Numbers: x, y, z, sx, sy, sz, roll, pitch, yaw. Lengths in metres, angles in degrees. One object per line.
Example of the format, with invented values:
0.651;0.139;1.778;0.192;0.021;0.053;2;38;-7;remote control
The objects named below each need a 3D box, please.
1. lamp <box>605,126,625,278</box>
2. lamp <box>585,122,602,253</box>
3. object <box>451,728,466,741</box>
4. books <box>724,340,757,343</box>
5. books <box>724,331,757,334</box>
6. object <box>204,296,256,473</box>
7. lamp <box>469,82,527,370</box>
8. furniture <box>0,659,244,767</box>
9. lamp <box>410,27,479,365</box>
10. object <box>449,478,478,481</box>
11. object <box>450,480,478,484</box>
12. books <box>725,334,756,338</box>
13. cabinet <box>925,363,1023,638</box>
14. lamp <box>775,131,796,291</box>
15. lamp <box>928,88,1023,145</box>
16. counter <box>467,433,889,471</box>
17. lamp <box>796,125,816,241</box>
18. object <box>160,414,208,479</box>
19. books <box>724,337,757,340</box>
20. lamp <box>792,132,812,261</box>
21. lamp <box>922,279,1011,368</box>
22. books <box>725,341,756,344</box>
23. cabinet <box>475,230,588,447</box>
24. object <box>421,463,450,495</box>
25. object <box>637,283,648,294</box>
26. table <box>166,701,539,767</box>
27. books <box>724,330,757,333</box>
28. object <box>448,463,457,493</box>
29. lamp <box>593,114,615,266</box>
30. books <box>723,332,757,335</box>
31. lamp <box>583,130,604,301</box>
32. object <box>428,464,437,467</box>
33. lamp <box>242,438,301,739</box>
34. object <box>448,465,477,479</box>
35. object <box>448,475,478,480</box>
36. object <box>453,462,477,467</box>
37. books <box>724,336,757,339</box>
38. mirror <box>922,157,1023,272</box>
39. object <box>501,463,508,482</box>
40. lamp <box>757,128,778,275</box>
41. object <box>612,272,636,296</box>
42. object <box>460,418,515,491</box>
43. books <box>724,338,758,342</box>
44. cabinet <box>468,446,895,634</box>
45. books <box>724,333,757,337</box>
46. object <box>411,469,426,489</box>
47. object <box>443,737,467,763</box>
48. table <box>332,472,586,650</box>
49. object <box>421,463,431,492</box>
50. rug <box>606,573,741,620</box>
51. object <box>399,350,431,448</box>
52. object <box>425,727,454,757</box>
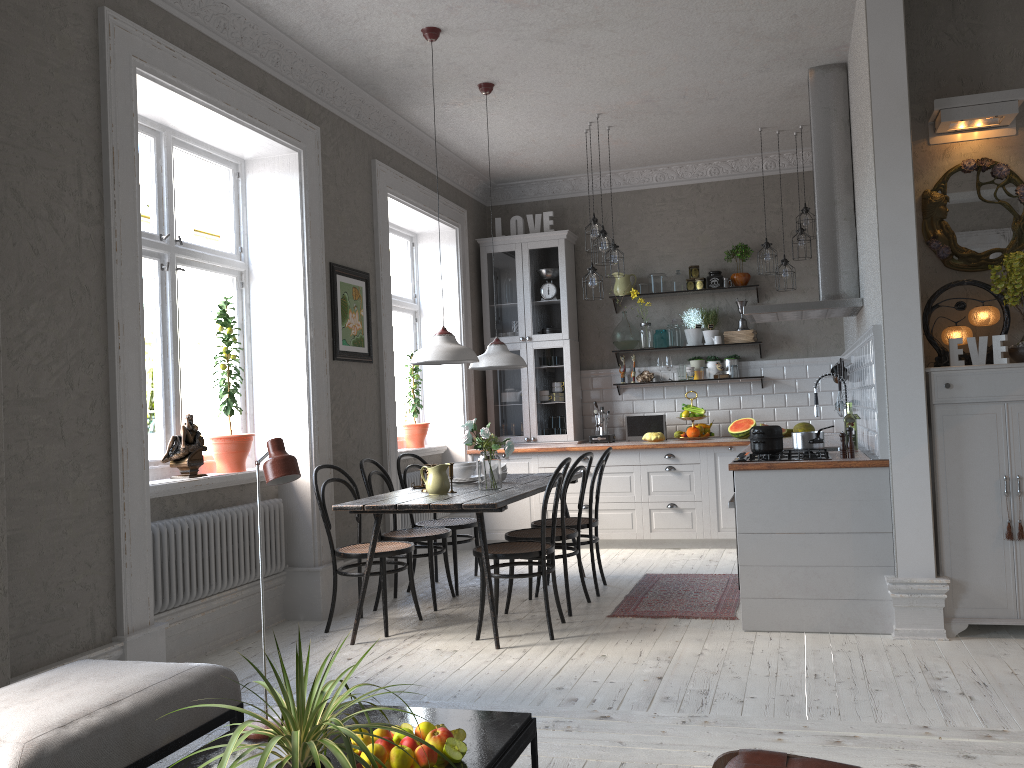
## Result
0.744;-1.680;6.742;0.146;1.735;0.147;-3;-2;4;lamp
0.585;-1.858;6.627;0.146;1.735;0.147;-3;-2;4;lamp
-0.156;0.945;2.378;0.046;0.037;0.068;-4;-2;43;object
2.000;-0.371;7.747;0.257;0.011;0.160;-3;-2;22;books
1.997;-0.446;7.749;0.257;0.016;0.160;-3;-2;25;books
-1.580;-0.005;4.933;0.275;0.991;0.264;-1;-2;-34;object
-0.130;-1.026;5.755;0.373;1.858;0.385;-3;-2;24;lamp
-1.227;1.064;2.401;0.576;0.476;0.837;-3;-2;17;furniture
-0.409;-1.039;4.894;0.387;1.858;0.371;-1;-2;-36;lamp
-0.308;0.608;5.597;0.240;0.027;0.235;-2;-2;-15;object
-0.308;0.617;5.596;0.233;0.027;0.242;-4;-2;35;object
1.998;-0.414;7.748;0.258;0.011;0.160;-3;-2;19;books
2.389;0.555;4.329;0.659;1.297;0.388;-3;-2;16;cabinet
2.132;-1.608;7.033;0.148;1.735;0.145;-2;-2;-11;lamp
2.364;-1.360;4.518;0.411;0.171;0.222;-3;-2;16;lamp
0.867;0.490;6.371;3.125;0.039;3.429;-3;-2;17;counter
2.264;-1.998;6.934;0.148;1.735;0.145;-2;-2;-11;lamp
-1.685;0.319;4.547;0.118;0.329;0.240;-3;-2;19;object
1.999;-0.392;7.748;0.257;0.016;0.160;-3;-2;25;books
2.283;-1.865;7.105;0.149;1.735;0.144;-2;-2;-31;lamp
2.292;-0.248;4.471;0.442;0.558;0.174;-3;-2;24;lamp
2.001;-0.359;7.747;0.258;0.011;0.160;-3;-2;19;books
0.185;-0.380;8.112;0.869;1.921;0.392;-3;-2;16;cabinet
-0.421;0.530;4.938;0.152;0.170;0.134;-2;-2;-22;object
1.179;-0.848;7.985;0.102;0.111;0.104;-3;-2;17;object
-0.530;1.121;2.069;0.839;0.303;1.325;-3;-2;17;table
1.996;-0.457;7.750;0.257;0.011;0.160;-3;-2;22;books
-0.343;0.531;5.003;0.058;0.167;0.060;-3;-2;30;object
0.633;-1.735;6.445;0.149;1.735;0.144;-2;-2;-26;lamp
1.997;-0.435;7.749;0.256;0.016;0.160;-4;-2;29;books
0.586;-1.513;6.788;0.148;1.735;0.145;-2;-2;-16;lamp
-0.449;0.535;5.071;0.061;0.172;0.063;-4;-2;38;object
-0.686;0.572;2.503;0.141;0.839;0.246;-1;-2;-38;lamp
-0.311;0.564;5.598;0.178;0.094;0.180;-3;-2;8;object
-0.309;0.599;5.597;0.232;0.027;0.242;-4;-2;40;object
-0.312;0.543;5.598;0.178;0.094;0.180;-3;-2;8;object
1.999;-0.403;7.748;0.257;0.011;0.160;-3;-2;22;books
2.407;-0.879;4.584;0.526;0.593;0.072;-3;-2;16;mirror
-0.091;0.560;5.580;0.122;0.119;0.130;-4;-2;33;object
1.963;-1.726;6.942;0.150;1.735;0.143;-1;-2;-41;lamp
1.007;-0.894;7.974;0.187;0.216;0.176;-4;-2;31;object
-0.135;0.399;5.074;0.308;0.414;0.254;-3;-2;15;object
1.999;-0.381;7.747;0.256;0.016;0.160;-4;-2;29;books
1.361;0.880;6.379;2.023;0.854;4.122;-2;-2;-27;cabinet
1.998;-0.425;7.749;0.257;0.011;0.160;-3;-2;22;books
-0.548;0.580;5.426;0.139;0.112;0.139;-3;-2;-1;object
-0.148;0.933;2.255;0.058;0.053;0.060;-3;-2;23;object
-0.192;0.984;5.373;0.894;0.735;1.942;-3;-2;17;table
-0.484;0.539;5.157;0.096;0.172;0.096;-2;-2;-2;object
1.068;1.287;5.449;0.728;0.014;1.304;-3;-2;17;rug
-0.813;0.120;7.325;0.254;0.813;0.265;-4;-2;44;object
-0.188;0.931;2.307;0.077;0.064;0.073;-1;-2;-42;object
